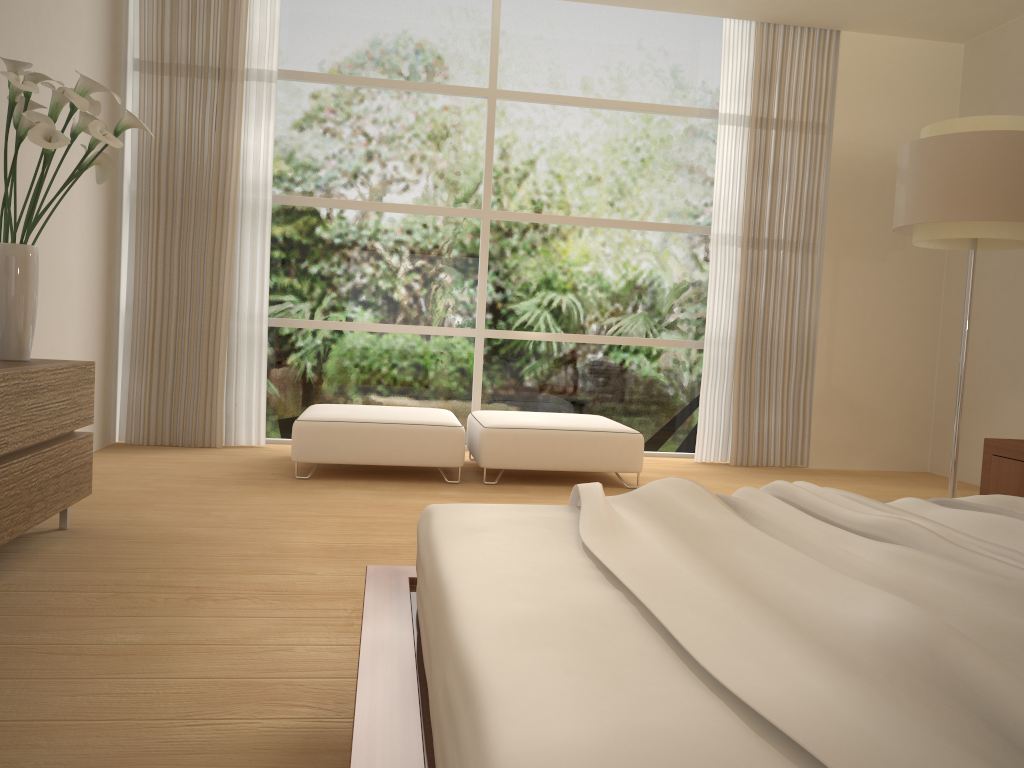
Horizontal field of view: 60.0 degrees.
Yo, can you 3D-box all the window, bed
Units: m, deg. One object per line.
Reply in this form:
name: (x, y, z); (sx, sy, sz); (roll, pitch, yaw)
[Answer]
window: (-0.188, -1.204, 6.305); (4.781, 3.371, 0.071); (3, 3, -8)
bed: (1.043, 0.563, 1.310); (2.535, 0.570, 2.599); (3, 3, -8)

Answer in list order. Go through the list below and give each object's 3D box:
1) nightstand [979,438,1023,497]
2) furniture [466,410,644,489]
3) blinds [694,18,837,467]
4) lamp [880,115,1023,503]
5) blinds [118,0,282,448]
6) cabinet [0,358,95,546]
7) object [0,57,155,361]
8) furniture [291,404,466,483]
nightstand: (2.436, 0.637, 1.566); (0.493, 0.539, 4.220); (3, 3, -8)
furniture: (0.229, 0.382, 5.490); (0.965, 0.346, 0.964); (3, 3, -8)
blinds: (1.811, -1.087, 6.282); (0.814, 3.351, 0.202); (3, 3, -9)
lamp: (2.334, -0.287, 4.555); (0.817, 2.018, 0.817); (5, 4, 35)
blinds: (-2.035, -1.263, 5.782); (0.950, 3.352, 0.211); (3, 3, -10)
cabinet: (-1.695, 0.350, 1.646); (0.588, 0.662, 3.713); (3, 3, -8)
object: (-1.660, -0.623, 3.252); (0.608, 1.085, 0.515); (6, 4, 40)
furniture: (-0.795, 0.336, 5.343); (0.965, 0.346, 0.964); (3, 3, -8)
